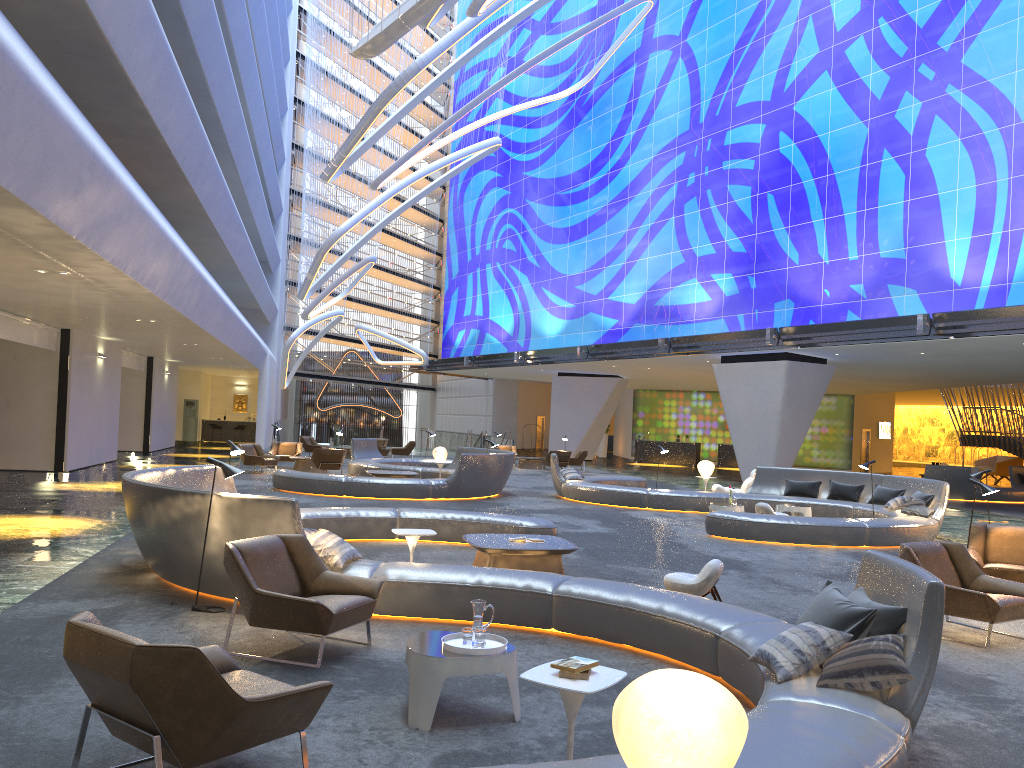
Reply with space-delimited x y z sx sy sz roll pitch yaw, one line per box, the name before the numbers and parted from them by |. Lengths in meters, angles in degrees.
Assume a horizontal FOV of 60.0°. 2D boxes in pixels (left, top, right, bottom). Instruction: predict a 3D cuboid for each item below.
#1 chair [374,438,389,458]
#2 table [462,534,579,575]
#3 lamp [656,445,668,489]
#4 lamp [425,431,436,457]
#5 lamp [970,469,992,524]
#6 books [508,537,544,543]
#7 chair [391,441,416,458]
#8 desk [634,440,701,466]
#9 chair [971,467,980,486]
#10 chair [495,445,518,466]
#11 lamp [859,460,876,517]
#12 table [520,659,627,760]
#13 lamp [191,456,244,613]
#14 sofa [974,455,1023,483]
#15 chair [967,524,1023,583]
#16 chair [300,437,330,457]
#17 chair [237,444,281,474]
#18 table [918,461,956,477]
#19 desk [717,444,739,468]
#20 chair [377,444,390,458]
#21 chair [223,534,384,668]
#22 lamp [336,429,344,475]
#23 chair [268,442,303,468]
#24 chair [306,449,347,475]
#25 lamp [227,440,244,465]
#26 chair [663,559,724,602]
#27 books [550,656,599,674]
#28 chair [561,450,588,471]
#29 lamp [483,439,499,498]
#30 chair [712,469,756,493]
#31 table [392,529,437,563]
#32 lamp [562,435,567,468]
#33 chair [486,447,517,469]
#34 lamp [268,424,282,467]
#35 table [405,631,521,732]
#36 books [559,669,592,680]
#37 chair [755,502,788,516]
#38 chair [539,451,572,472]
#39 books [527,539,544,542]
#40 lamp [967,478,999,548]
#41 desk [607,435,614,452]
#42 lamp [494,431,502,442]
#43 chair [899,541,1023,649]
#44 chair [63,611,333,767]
chair | -5.477 2.565 35.467 0.929 0.766 0.939 2 -2 15
table | 0.070 1.925 9.757 1.203 0.392 1.203 3 -2 -12
lamp | 3.507 2.098 20.928 0.202 1.300 0.384 3 -1 -37
lamp | -2.563 2.092 27.411 0.384 1.300 0.202 3 0 5
lamp | 7.524 2.001 14.202 0.384 1.300 0.202 2 -1 32
books | 0.161 1.717 9.814 0.395 0.039 0.301 3 -2 2
chair | -4.220 2.573 34.297 0.939 0.766 0.930 3 -2 -10
desk | 7.372 3.264 42.068 2.976 1.097 0.814 2 -1 26
chair | 14.859 3.164 28.991 0.728 0.881 1.158 2 -2 32
chair | -0.273 2.728 33.678 0.929 0.766 0.939 3 -2 -6
lamp | 6.594 2.051 16.429 0.384 1.300 0.202 3 -1 -19
table | 0.245 1.575 3.909 0.427 0.595 0.418 2 -1 32
lamp | -2.471 1.264 7.461 0.384 1.300 0.202 3 0 -13
sofa | 21.152 3.708 38.600 1.062 1.179 3.420 2 -2 14
chair | 5.571 2.000 9.867 0.929 0.766 0.940 2 -2 29
chair | -7.461 2.391 33.460 0.938 0.766 0.930 2 -2 12
chair | -6.891 2.021 23.991 0.938 0.766 0.930 2 -2 21
table | 19.614 3.949 40.896 1.241 0.726 2.309 1 -3 36
desk | 11.207 3.414 41.482 2.976 1.097 0.814 2 -1 24
chair | -5.099 2.460 32.541 0.929 0.766 0.940 1 -2 40
chair | -1.527 1.531 6.385 0.938 0.766 0.930 2 -2 21
lamp | -4.649 1.855 24.008 0.202 1.300 0.384 3 -1 4
chair | -6.769 2.133 26.524 0.929 0.766 0.939 3 -2 -6
chair | -4.948 2.098 23.711 0.930 0.766 0.938 3 -2 -29
lamp | -3.603 1.375 11.359 0.384 1.300 0.202 2 -1 37
chair | 1.731 1.895 8.383 0.586 0.501 0.491 2 -2 22
books | 0.278 1.238 3.918 0.133 0.022 0.189 1 -3 39
chair | 2.258 2.791 32.428 0.939 0.766 0.930 3 -2 -4
lamp | -0.494 1.853 19.424 0.384 1.300 0.202 3 0 5
chair | 5.131 2.347 20.032 1.157 0.882 0.729 2 -1 7
table | -0.959 1.713 8.526 0.418 0.595 0.427 3 -1 -16
lamp | 1.847 2.450 31.161 0.202 1.300 0.384 3 -1 4
chair | -0.395 2.616 31.144 0.938 0.766 0.930 2 -2 21
lamp | -7.101 1.848 26.510 0.384 1.300 0.202 3 0 5
table | -0.305 1.716 5.197 0.671 0.406 0.673 3 -2 -16
books | 0.281 1.265 3.920 0.128 0.030 0.182 2 -2 10
chair | 4.879 2.350 15.842 0.585 0.501 1.787 1 -3 42
chair | 1.548 2.693 30.865 0.930 0.766 0.938 3 -2 -29
books | 0.260 1.727 9.795 0.133 0.012 0.189 4 -3 -22
lamp | 5.293 1.726 10.053 0.384 1.300 0.202 2 -1 40
desk | 6.212 3.878 58.044 2.976 1.097 0.814 2 -1 26
lamp | -0.605 2.442 33.663 0.384 1.300 0.202 3 0 5
chair | 4.014 1.846 7.866 0.930 0.766 0.938 4 -2 -34
chair | -1.450 1.436 4.032 0.929 0.766 0.940 1 -2 37
